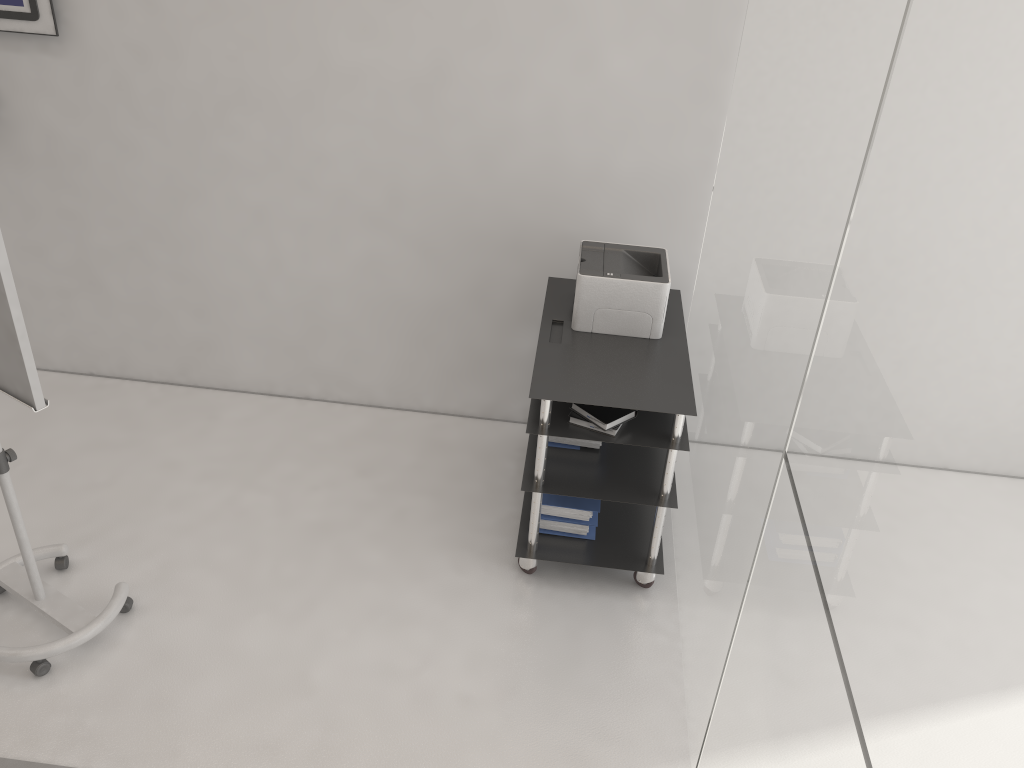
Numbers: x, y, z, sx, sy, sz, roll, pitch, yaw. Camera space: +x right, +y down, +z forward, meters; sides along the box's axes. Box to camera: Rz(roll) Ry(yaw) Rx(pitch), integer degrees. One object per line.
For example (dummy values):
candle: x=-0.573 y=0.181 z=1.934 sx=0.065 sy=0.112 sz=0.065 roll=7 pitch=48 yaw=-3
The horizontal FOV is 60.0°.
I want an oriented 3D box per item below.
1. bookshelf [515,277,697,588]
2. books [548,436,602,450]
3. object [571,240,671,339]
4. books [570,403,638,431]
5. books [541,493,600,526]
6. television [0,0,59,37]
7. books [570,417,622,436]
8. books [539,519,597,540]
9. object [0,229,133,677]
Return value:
bookshelf: x=0.362 y=0.185 z=3.622 sx=0.567 sy=0.855 sz=0.985 roll=6 pitch=32 yaw=3
books: x=0.262 y=0.141 z=3.562 sx=0.263 sy=0.077 sz=0.320 roll=6 pitch=32 yaw=3
object: x=0.427 y=-0.378 z=3.500 sx=0.350 sy=0.235 sz=0.351 roll=6 pitch=32 yaw=3
books: x=0.325 y=0.087 z=3.146 sx=0.164 sy=0.032 sz=0.183 roll=-22 pitch=40 yaw=-35
books: x=0.222 y=0.422 z=3.565 sx=0.263 sy=0.077 sz=0.320 roll=6 pitch=32 yaw=3
television: x=-2.314 y=-1.717 z=3.469 sx=1.013 sy=0.590 sz=0.049 roll=6 pitch=32 yaw=3
books: x=0.312 y=0.112 z=3.166 sx=0.170 sy=0.028 sz=0.146 roll=16 pitch=34 yaw=19
books: x=0.216 y=0.483 z=3.604 sx=0.263 sy=0.077 sz=0.320 roll=6 pitch=32 yaw=3
object: x=-1.576 y=-0.056 z=2.607 sx=0.553 sy=2.088 sz=0.560 roll=-2 pitch=32 yaw=-9
